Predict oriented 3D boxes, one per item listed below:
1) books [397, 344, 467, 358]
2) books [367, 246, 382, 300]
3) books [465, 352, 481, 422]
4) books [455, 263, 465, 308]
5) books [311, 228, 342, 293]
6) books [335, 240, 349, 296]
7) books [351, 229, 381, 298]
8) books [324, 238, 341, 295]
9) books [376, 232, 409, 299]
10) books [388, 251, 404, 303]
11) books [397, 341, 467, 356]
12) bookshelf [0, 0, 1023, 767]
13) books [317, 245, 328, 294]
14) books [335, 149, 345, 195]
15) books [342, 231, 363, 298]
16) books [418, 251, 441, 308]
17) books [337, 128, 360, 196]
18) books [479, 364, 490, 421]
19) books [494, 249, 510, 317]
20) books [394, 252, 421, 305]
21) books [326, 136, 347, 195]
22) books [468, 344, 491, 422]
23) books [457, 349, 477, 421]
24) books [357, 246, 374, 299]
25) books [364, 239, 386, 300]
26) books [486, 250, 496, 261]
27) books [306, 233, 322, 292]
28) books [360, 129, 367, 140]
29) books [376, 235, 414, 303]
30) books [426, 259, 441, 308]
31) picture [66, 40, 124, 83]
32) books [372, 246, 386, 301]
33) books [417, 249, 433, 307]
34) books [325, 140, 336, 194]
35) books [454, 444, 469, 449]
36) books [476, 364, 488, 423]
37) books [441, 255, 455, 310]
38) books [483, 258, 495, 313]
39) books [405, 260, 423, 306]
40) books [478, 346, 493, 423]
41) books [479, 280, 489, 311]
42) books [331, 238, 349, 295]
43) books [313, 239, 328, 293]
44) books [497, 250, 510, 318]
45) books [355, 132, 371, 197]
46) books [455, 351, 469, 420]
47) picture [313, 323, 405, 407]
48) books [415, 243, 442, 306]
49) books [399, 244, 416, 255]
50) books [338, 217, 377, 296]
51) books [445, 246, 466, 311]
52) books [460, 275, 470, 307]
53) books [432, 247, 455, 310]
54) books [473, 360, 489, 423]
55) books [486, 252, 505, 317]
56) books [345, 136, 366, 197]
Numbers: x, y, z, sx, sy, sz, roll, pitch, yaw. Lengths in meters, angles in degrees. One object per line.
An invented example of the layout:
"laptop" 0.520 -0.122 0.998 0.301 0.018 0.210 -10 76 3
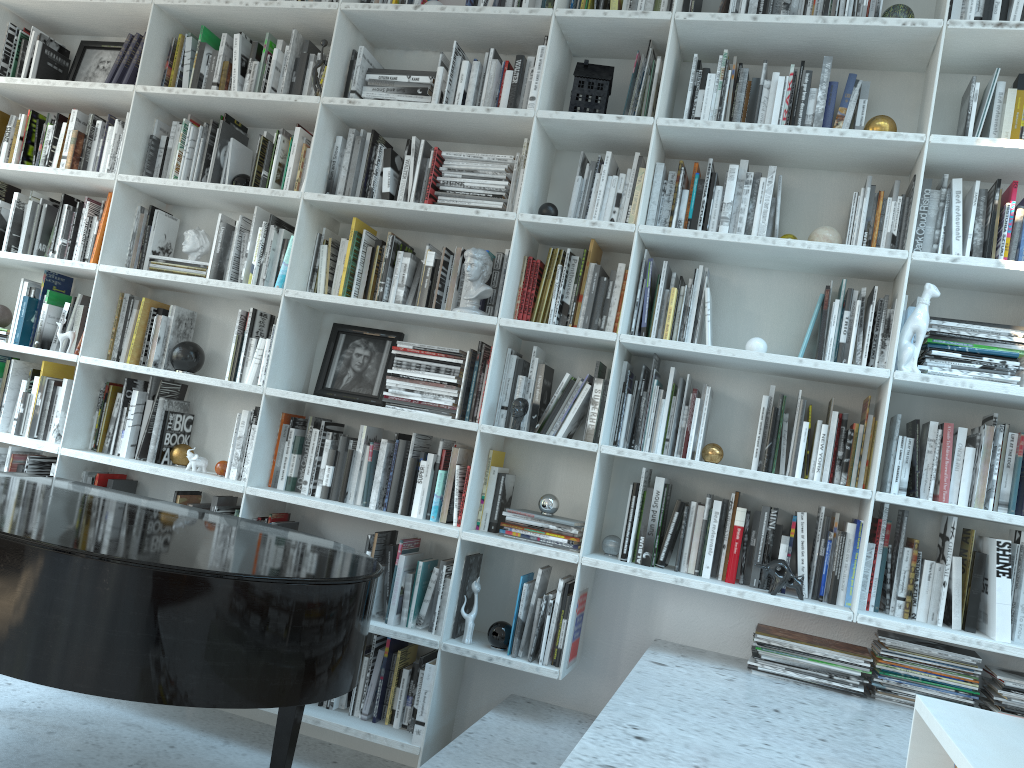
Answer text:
"books" -0.282 -0.114 3.301 0.254 0.012 0.161 9 -4 14
"books" -0.498 -0.396 3.389 0.012 0.227 0.170 9 -4 17
"books" -0.119 0.020 3.245 0.013 0.256 0.163 9 -4 17
"books" -0.172 -0.334 3.305 0.022 0.206 0.114 9 -4 17
"books" -0.729 -0.458 3.482 0.010 0.281 0.140 9 -4 17
"books" -0.619 -0.420 3.435 0.029 0.240 0.156 9 -4 17
"books" -0.555 -0.432 3.400 0.010 0.280 0.171 9 -4 17
"books" -0.679 -0.431 3.450 0.042 0.242 0.162 9 -4 17
"books" -0.457 -0.418 3.380 0.013 0.283 0.177 9 -4 17
"books" -0.409 -0.376 3.362 0.024 0.216 0.175 9 -4 17
"books" -0.281 -0.126 3.300 0.254 0.012 0.161 8 -4 21
"bookshelf" -0.218 -0.150 3.223 6.293 3.140 0.330 9 -4 17
"books" -0.702 -0.418 3.443 0.053 0.208 0.156 9 -4 17
"books" -0.638 -0.788 3.489 0.027 0.228 0.147 9 -4 17
"books" -0.582 -0.430 3.392 0.015 0.266 0.189 9 -4 17
"books" -0.287 -0.362 3.314 0.029 0.224 0.185 9 -4 17
"books" -0.612 -0.820 3.467 0.026 0.297 0.179 9 -4 17
"books" -0.054 0.042 3.200 0.034 0.229 0.199 9 -4 17
"books" -0.021 -0.346 3.265 0.025 0.279 0.108 9 -4 17
"books" -0.383 -0.371 3.355 0.030 0.214 0.169 9 -4 17
"books" -0.664 -0.813 3.483 0.026 0.267 0.171 9 -4 17
"books" -0.105 0.006 3.242 0.011 0.288 0.152 9 -4 17
"books" -0.143 0.013 3.241 0.011 0.260 0.184 9 -4 17
"books" -0.537 -0.401 3.416 0.024 0.228 0.148 9 -4 17
"books" -0.508 -0.412 3.415 0.028 0.259 0.134 9 -4 17
"books" -0.095 -0.350 3.285 0.014 0.263 0.135 9 -4 17
"books" -0.745 -0.447 3.476 0.012 0.254 0.161 9 -4 17
"books" -0.586 -0.823 3.480 0.014 0.312 0.133 9 -4 17
"books" -0.443 -0.409 3.360 0.027 0.267 0.190 9 -4 17
"books" -0.262 -0.346 3.307 0.029 0.200 0.178 9 -4 17
"picture" -1.833 -1.384 3.937 0.300 0.299 0.077 9 -4 17
"books" -0.477 -0.396 3.391 0.025 0.236 0.137 9 -4 17
"books" -0.302 -0.369 3.330 0.010 0.234 0.175 9 -4 17
"books" -0.680 -0.808 3.498 0.012 0.254 0.161 9 -4 17
"books" -0.209 0.362 3.243 0.010 0.283 0.132 9 -4 17
"books" -0.083 0.046 3.237 0.021 0.217 0.132 9 -4 17
"books" -0.215 -0.352 3.322 0.025 0.230 0.143 9 -4 17
"books" -0.067 -0.334 3.284 0.021 0.241 0.103 9 -4 17
"books" -0.343 -0.356 3.355 0.050 0.198 0.146 9 -4 17
"books" -0.068 0.015 3.218 0.011 0.279 0.186 9 -4 17
"books" -0.090 -0.321 3.275 0.012 0.205 0.146 9 -4 17
"books" -0.643 -0.427 3.449 0.026 0.248 0.139 9 -4 17
"books" -0.723 -0.433 3.477 0.011 0.235 0.142 9 -4 17
"books" -0.008 -0.339 3.243 0.014 0.266 0.154 9 -4 17
"books" -0.546 -0.808 3.458 0.029 0.295 0.151 9 -4 17
"books" -0.155 0.015 3.247 0.012 0.254 0.161 9 -4 17
"picture" -0.594 -0.075 3.440 0.300 0.299 0.077 9 -4 17
"books" -0.310 -0.382 3.338 0.014 0.258 0.161 9 -4 17
"books" -0.419 -0.395 3.381 0.011 0.251 0.130 9 -4 17
"books" -0.591 -0.457 3.398 0.014 0.317 0.188 9 -4 17
"books" -0.194 -0.364 3.298 0.025 0.258 0.151 9 -4 17
"books" -0.148 -0.357 3.294 0.024 0.259 0.127 9 -4 17
"books" -0.241 -0.366 3.293 0.012 0.245 0.186 9 -4 17
"books" -0.097 0.036 3.244 0.013 0.232 0.134 9 -4 17
"books" -0.049 -0.342 3.261 0.025 0.259 0.130 9 -4 17
"books" -0.579 -0.800 3.448 0.025 0.265 0.185 9 -4 17
